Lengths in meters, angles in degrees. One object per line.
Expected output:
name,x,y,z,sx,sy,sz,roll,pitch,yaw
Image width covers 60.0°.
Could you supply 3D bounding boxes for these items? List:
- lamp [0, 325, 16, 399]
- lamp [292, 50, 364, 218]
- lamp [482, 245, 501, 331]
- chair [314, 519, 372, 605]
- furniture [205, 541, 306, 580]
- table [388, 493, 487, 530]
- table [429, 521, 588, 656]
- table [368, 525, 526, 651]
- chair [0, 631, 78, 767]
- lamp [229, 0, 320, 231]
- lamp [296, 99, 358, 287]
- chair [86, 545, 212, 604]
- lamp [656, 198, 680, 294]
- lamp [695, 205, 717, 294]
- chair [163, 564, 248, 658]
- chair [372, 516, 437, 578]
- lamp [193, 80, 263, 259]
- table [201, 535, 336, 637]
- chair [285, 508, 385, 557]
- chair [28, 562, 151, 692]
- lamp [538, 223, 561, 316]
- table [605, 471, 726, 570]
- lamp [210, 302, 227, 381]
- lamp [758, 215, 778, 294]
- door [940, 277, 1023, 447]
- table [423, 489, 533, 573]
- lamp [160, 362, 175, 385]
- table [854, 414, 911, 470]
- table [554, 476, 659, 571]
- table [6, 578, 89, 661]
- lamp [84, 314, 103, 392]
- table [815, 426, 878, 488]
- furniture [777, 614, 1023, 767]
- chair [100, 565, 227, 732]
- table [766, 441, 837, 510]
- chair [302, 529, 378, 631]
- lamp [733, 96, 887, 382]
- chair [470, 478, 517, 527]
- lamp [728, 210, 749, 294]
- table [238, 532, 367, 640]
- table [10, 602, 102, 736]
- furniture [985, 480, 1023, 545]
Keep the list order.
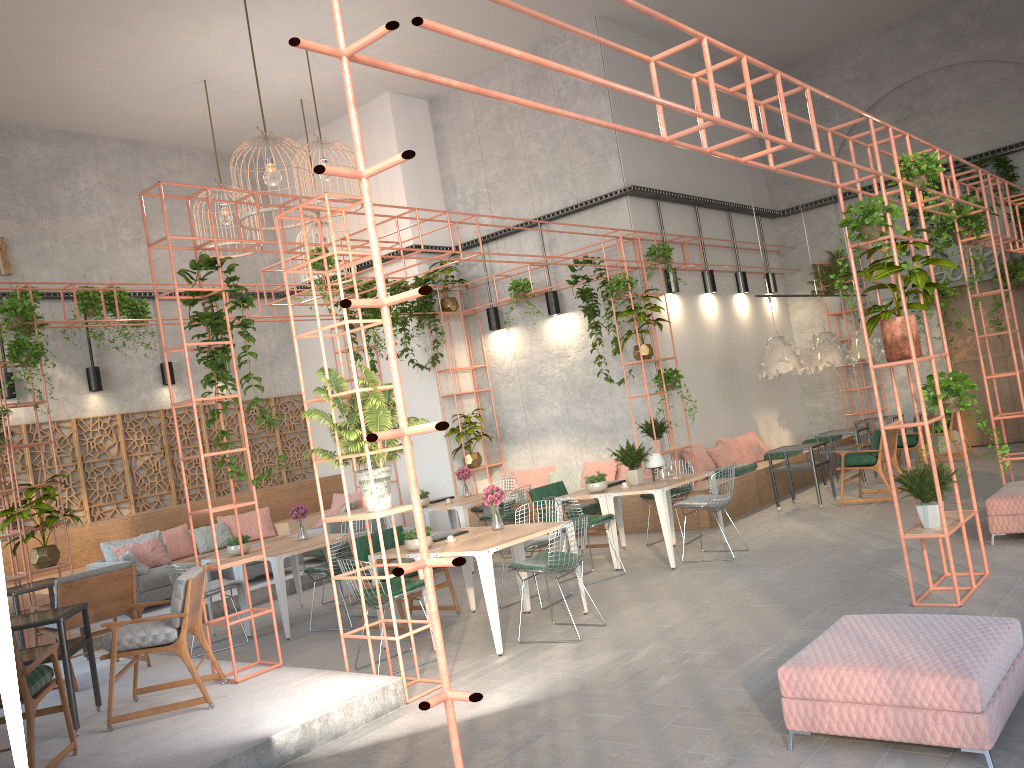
lamp,-7.160,-0.502,12.440,0.185,1.436,0.185,-9,-2,-10
lamp,-2.748,-4.107,12.182,0.883,3.476,0.883,-10,-2,2
lamp,-0.383,-1.574,14.238,0.179,1.425,0.185,-11,-3,39
chair,-1.945,2.079,10.497,0.565,0.941,0.717,-11,-3,41
furniture,-3.535,2.451,12.186,0.941,0.446,0.975,-11,-3,40
table,-0.953,2.012,11.998,0.694,0.830,1.205,-11,-3,40
table,-0.035,1.719,7.603,0.694,0.830,1.214,-11,-3,40
table,-0.564,1.823,8.044,0.694,0.830,1.205,-11,-3,40
chair,-3.077,1.901,5.169,0.722,0.914,0.685,-9,-2,-10
lamp,-2.858,-3.524,9.860,0.883,3.476,0.883,-10,-2,2
lamp,-3.147,-3.332,14.000,0.883,3.476,0.883,-10,-2,2
chair,-4.637,2.447,11.347,1.056,0.586,1.127,-11,-3,40
lamp,2.279,-2.055,13.172,0.185,1.425,0.179,-11,-3,39
lamp,3.043,-2.150,14.103,0.185,1.425,0.179,-11,-3,39
chair,-3.114,2.224,9.062,0.717,0.941,0.565,-8,-2,-34
chair,-1.383,2.009,11.169,0.717,0.941,0.565,-8,-2,-34
lamp,-4.296,-3.609,12.735,0.883,3.476,0.883,-10,-2,2
table,-2.685,2.227,9.891,0.694,0.830,1.205,-11,-3,40
chair,-2.627,2.219,13.149,1.127,0.672,1.052,-11,-3,40
chair,-3.680,2.082,7.711,0.685,0.929,0.722,-11,-3,40
lamp,0.531,-1.753,13.469,0.179,1.425,0.185,-11,-3,39
table,1.712,1.490,9.759,0.694,0.830,1.214,-11,-3,40
lamp,-5.012,-0.769,15.053,0.185,1.436,0.179,-11,-3,39
lamp,4.566,-2.339,15.956,0.185,1.425,0.179,-11,-3,39
door,8.252,-0.387,15.058,1.360,2.729,0.551,-11,-3,40
table,-0.424,1.908,11.557,0.694,0.830,1.214,-11,-3,40
lamp,-5.632,-0.692,14.299,0.185,1.436,0.185,-9,-2,-10
table,6.115,0.959,14.620,0.635,0.798,0.602,-11,-3,40
table,1.183,1.593,10.200,0.694,0.830,1.205,-11,-3,40
table,-4.495,2.306,8.415,0.635,0.798,0.602,-11,-3,40
lamp,-6.385,-0.598,13.384,0.185,1.436,0.185,-9,-2,-10
table,5.004,1.097,13.268,0.635,0.798,0.602,-11,-3,40
furniture,1.969,1.470,4.429,0.941,0.446,0.976,-11,-3,40
chair,-2.501,1.845,6.343,0.685,0.914,0.722,-9,-2,-10
table,3.894,1.235,11.917,0.635,0.798,0.602,-11,-3,40
chair,-1.770,2.003,9.146,0.717,0.941,0.565,-11,-2,36
lamp,4.478,-2.191,13.426,0.704,4.052,4.456,-11,-3,40
chair,-0.213,1.864,12.604,0.565,0.941,0.717,-11,-3,41
lamp,3.801,-2.244,15.025,0.185,1.425,0.179,-11,-3,39
table,-2.156,2.124,9.452,0.694,0.830,1.214,-11,-3,40
table,-3.316,2.032,6.181,0.635,0.798,0.602,-9,-2,-10
furniture,4.880,1.108,7.972,0.941,0.446,0.976,-11,-3,40
